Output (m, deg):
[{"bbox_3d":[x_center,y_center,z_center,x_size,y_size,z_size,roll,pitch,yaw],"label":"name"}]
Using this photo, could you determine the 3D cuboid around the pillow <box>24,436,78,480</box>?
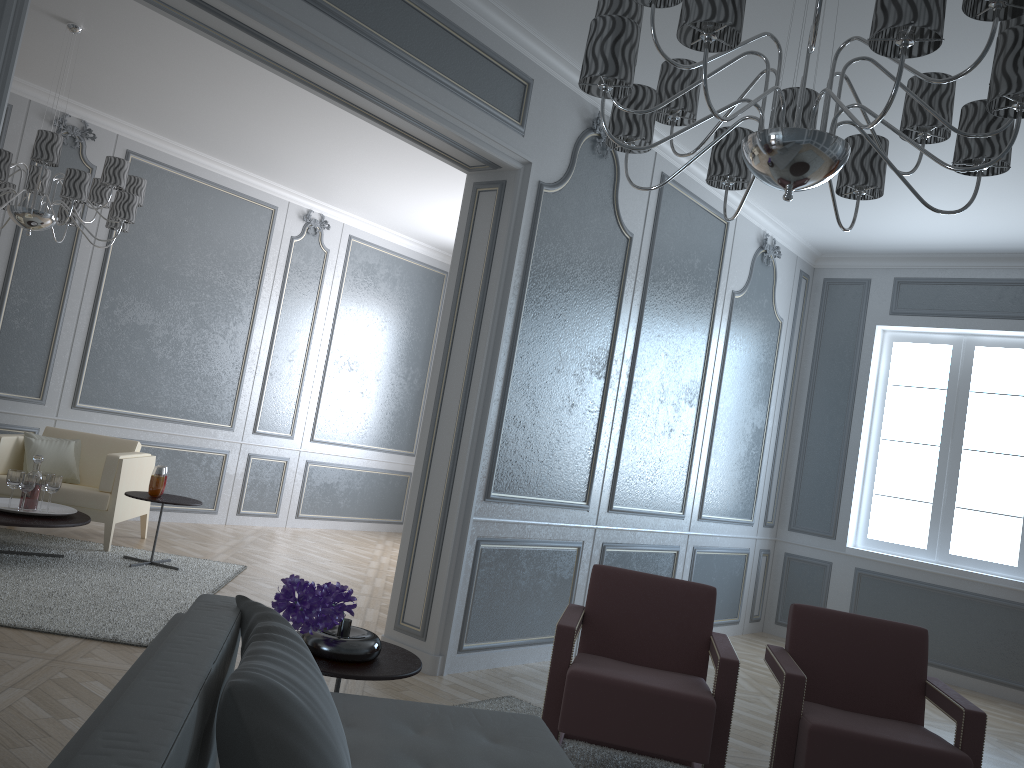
[{"bbox_3d":[-2.807,0.460,5.400,0.163,0.246,0.311,7,-5,34],"label":"pillow"}]

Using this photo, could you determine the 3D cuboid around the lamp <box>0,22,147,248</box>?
[{"bbox_3d":[-2.354,-1.299,4.523,0.977,1.121,0.974,7,-5,28],"label":"lamp"}]

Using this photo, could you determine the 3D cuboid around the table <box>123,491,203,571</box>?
[{"bbox_3d":[-1.979,0.825,4.948,0.414,0.385,0.414,10,-4,-3],"label":"table"}]

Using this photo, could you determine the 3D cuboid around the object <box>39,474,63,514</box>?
[{"bbox_3d":[-2.420,0.577,4.655,0.080,0.196,0.080,8,-5,22],"label":"object"}]

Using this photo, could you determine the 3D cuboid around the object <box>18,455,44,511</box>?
[{"bbox_3d":[-2.499,0.514,4.629,0.086,0.290,0.086,13,-6,-29],"label":"object"}]

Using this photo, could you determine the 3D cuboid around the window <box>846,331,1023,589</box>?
[{"bbox_3d":[3.129,0.466,5.737,1.601,1.584,0.348,6,-6,39],"label":"window"}]

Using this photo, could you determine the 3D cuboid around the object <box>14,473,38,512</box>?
[{"bbox_3d":[-2.489,0.557,4.535,0.080,0.196,0.080,5,-7,42],"label":"object"}]

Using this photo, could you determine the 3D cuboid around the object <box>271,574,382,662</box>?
[{"bbox_3d":[-0.442,0.574,2.190,0.206,0.221,0.424,9,-4,9],"label":"object"}]

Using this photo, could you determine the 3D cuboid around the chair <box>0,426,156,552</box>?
[{"bbox_3d":[-2.719,0.611,5.423,0.855,0.621,0.736,10,-4,-5],"label":"chair"}]

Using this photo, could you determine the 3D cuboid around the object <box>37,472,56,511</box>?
[{"bbox_3d":[-2.485,0.570,4.708,0.080,0.196,0.080,8,-5,22],"label":"object"}]

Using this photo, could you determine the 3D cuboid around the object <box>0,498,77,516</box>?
[{"bbox_3d":[-2.517,0.646,4.607,0.467,0.028,0.468,13,-5,-38],"label":"object"}]

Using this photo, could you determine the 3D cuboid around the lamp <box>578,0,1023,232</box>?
[{"bbox_3d":[0.698,-0.955,2.001,0.977,1.121,0.974,7,-5,28],"label":"lamp"}]

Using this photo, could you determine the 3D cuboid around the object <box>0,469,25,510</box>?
[{"bbox_3d":[-2.577,0.545,4.578,0.080,0.196,0.080,8,-5,22],"label":"object"}]

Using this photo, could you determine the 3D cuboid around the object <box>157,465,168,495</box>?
[{"bbox_3d":[-1.996,0.547,5.021,0.075,0.166,0.075,10,-5,-1],"label":"object"}]

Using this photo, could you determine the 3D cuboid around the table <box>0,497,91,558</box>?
[{"bbox_3d":[-2.657,0.753,4.539,0.883,0.239,0.880,7,-5,37],"label":"table"}]

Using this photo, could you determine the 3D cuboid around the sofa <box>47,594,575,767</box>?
[{"bbox_3d":[-0.106,0.710,0.987,0.809,0.669,2.202,11,-4,-11],"label":"sofa"}]

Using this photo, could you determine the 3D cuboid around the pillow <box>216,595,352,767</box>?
[{"bbox_3d":[-0.288,0.517,1.189,0.253,0.354,0.422,11,-5,-13],"label":"pillow"}]

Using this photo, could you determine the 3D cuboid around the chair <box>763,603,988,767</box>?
[{"bbox_3d":[1.099,1.070,2.764,0.576,0.621,0.605,9,-5,9],"label":"chair"}]

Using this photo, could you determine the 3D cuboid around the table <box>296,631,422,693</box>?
[{"bbox_3d":[-0.469,0.885,2.287,0.414,0.385,0.413,7,-5,27],"label":"table"}]

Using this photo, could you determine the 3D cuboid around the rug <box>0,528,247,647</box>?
[{"bbox_3d":[-2.483,0.882,4.295,1.999,0.010,1.998,10,-4,-5],"label":"rug"}]

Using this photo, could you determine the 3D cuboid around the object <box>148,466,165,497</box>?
[{"bbox_3d":[-1.977,0.544,4.936,0.075,0.166,0.075,7,-5,29],"label":"object"}]

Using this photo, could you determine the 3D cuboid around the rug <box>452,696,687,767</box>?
[{"bbox_3d":[0.600,1.231,1.760,3.207,0.010,2.013,6,-5,39],"label":"rug"}]

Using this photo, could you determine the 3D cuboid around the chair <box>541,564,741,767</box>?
[{"bbox_3d":[0.420,0.964,2.911,0.576,0.621,0.605,9,-5,9],"label":"chair"}]

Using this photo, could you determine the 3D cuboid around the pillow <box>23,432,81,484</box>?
[{"bbox_3d":[-2.842,0.460,5.481,0.184,0.276,0.350,5,-6,45],"label":"pillow"}]
